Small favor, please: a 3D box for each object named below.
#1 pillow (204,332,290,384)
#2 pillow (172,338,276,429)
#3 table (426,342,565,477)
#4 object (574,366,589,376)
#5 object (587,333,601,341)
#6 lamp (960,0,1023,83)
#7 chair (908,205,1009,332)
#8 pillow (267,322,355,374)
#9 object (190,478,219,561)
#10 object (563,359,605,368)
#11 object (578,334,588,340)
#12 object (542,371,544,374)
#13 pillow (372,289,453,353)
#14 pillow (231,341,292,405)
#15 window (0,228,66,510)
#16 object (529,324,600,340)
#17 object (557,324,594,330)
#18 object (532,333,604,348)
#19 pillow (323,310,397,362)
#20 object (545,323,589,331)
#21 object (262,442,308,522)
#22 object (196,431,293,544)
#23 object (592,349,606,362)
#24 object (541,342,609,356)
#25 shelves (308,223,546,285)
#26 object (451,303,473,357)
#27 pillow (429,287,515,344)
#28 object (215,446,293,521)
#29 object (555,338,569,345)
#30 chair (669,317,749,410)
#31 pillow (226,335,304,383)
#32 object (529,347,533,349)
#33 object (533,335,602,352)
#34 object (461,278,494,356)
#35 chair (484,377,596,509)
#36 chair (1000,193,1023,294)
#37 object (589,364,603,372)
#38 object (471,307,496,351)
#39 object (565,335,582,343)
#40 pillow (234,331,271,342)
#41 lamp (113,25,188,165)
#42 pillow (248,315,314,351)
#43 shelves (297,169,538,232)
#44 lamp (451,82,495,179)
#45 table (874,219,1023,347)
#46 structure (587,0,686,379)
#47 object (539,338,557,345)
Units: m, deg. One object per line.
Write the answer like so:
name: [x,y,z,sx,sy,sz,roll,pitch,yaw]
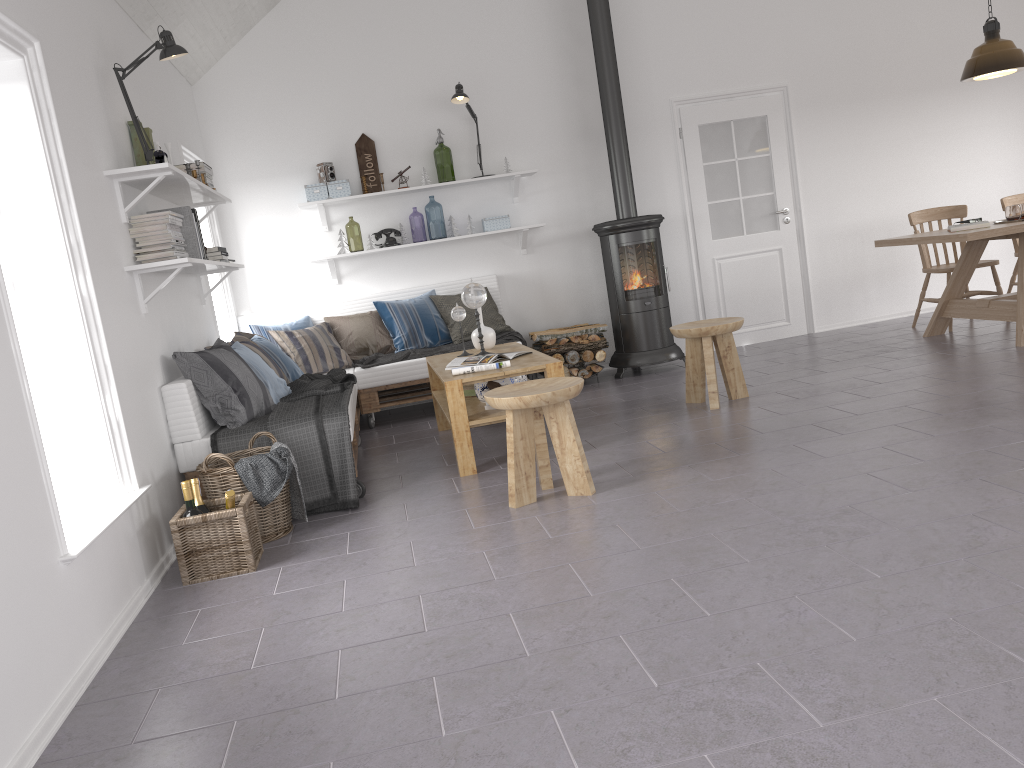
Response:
pillow: [-1.549,-0.089,5.262,0.316,0.438,0.546,-8,8,4]
pillow: [-1.433,-0.002,4.443,0.301,0.444,0.534,-8,8,8]
table: [-0.115,0.092,5.143,0.607,0.485,1.457,-10,8,-8]
object: [0.486,-0.125,6.891,0.097,0.056,0.562,-10,8,-8]
object: [0.581,-0.387,6.872,0.098,0.088,0.466,-10,8,-7]
lamp: [2.969,-3.233,5.628,0.410,2.502,0.410,-9,8,-3]
chair: [3.357,-0.895,6.713,0.506,0.902,0.519,-9,8,-3]
pillow: [-1.432,-0.240,6.396,0.516,0.392,0.358,-15,10,-39]
object: [-1.243,0.560,3.548,0.094,0.361,0.127,-10,8,-8]
object: [0.471,-0.154,6.756,0.468,0.069,0.095,-10,8,-8]
object: [0.514,-0.374,6.853,0.044,0.034,0.425,-10,8,-9]
object: [0.260,-0.094,6.910,0.052,0.056,0.561,-10,8,-8]
pillow: [-0.716,-0.468,6.656,0.526,0.428,0.311,-14,9,-29]
pillow: [-1.456,-0.030,4.895,0.331,0.401,0.525,-7,8,11]
window: [-1.744,-0.291,2.894,0.117,1.655,0.685,-10,8,-8]
object: [0.413,-0.400,6.802,0.562,0.074,0.095,-10,8,-7]
object: [0.406,-0.410,6.906,0.541,0.070,0.101,-10,8,-7]
object: [0.435,-0.335,6.915,0.562,0.057,0.097,-10,8,-8]
pillow: [-1.108,-0.346,6.617,0.521,0.381,0.366,-11,8,-11]
object: [0.385,-0.417,6.987,0.467,0.063,0.095,-10,8,-8]
object: [-1.108,0.466,3.897,0.349,0.356,0.290,-11,8,-14]
object: [-1.152,0.463,3.883,0.393,0.432,0.393,-12,9,-21]
object: [0.623,-0.260,6.913,0.118,0.142,0.520,-10,8,-5]
object: [0.460,-0.260,6.787,0.562,0.063,0.095,-10,8,-7]
shelves: [-0.632,-0.994,6.849,1.820,0.212,0.269,-10,8,-8]
object: [-0.314,-0.337,5.457,0.109,0.329,0.109,-16,10,-39]
pillow: [-0.299,-0.522,6.733,0.519,0.395,0.334,-14,9,-30]
object: [-1.096,0.455,3.838,0.367,0.332,0.303,-3,10,37]
object: [0.354,-0.347,6.843,0.098,0.060,0.467,-10,8,-5]
chair: [1.178,-0.123,5.238,0.431,0.479,0.431,-11,8,-11]
pillow: [-1.556,-0.118,5.707,0.341,0.408,0.523,-8,8,8]
object: [0.406,-0.292,6.935,0.539,0.070,0.101,-10,8,-7]
object: [0.424,-0.294,6.807,0.538,0.082,0.099,-10,8,-8]
object: [-0.206,-0.401,5.288,0.155,0.468,0.155,-13,9,-29]
chair: [0.129,0.246,3.808,0.431,0.479,0.431,-10,8,-10]
chair: [4.129,-1.033,6.823,0.506,0.902,0.519,-10,8,-8]
object: [0.604,-0.138,6.907,0.096,0.060,0.467,-10,8,-8]
object: [-0.191,-0.374,5.600,0.155,0.325,0.155,-15,10,-37]
object: [0.441,-0.364,6.855,0.096,0.068,0.467,-10,8,-8]
pillow: [-1.694,-0.182,6.098,0.334,0.438,0.545,-9,8,-3]
lamp: [-1.672,-1.329,4.153,0.196,0.703,0.439,-5,9,27]
pillow: [-1.638,-0.278,6.609,0.534,0.437,0.287,-15,10,-35]
shelves: [-0.696,-1.395,6.792,1.820,0.212,0.269,-10,8,-8]
lamp: [-0.297,-1.909,6.695,0.196,0.703,0.439,-7,8,12]
table: [3.847,-0.801,6.056,2.300,0.749,1.001,-10,8,-8]
structure: [0.664,-2.496,6.649,0.643,4.887,0.626,-14,9,-32]
object: [0.272,-0.334,6.825,0.098,0.061,0.467,-10,8,-7]
